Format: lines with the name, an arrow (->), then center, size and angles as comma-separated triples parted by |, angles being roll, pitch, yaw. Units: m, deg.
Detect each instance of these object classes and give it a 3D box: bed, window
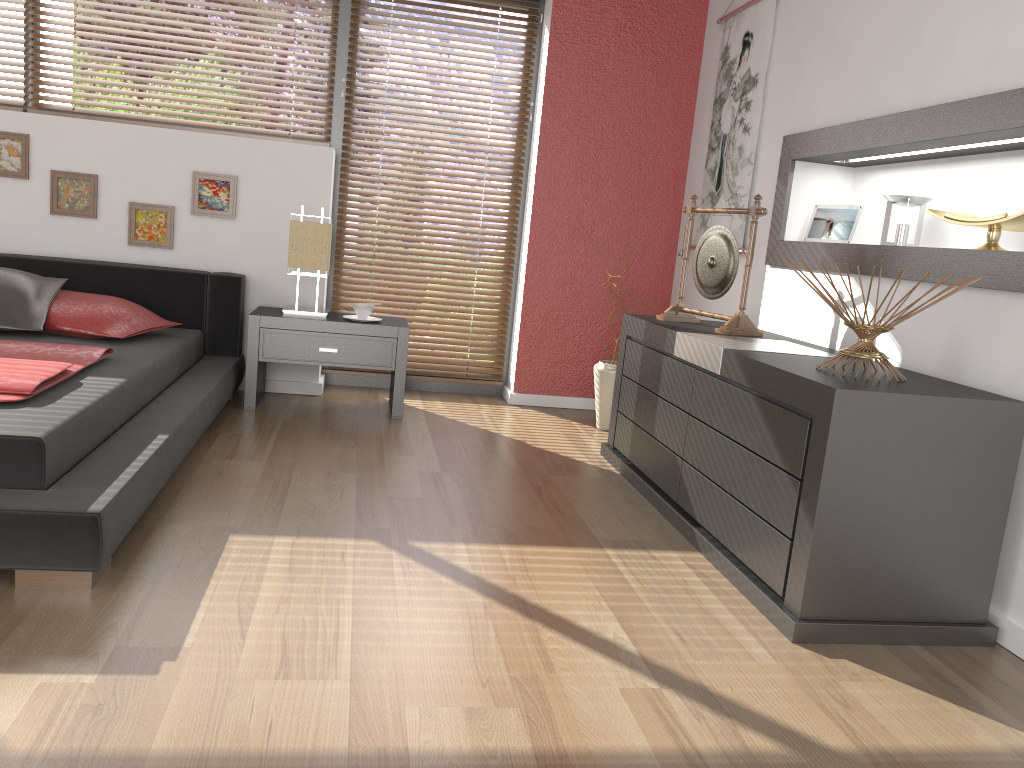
bed -> -2.287, -0.115, 2.871 | 2.469, 0.577, 2.413 | 4, 10, -10
window -> -2.280, -1.725, 4.224 | 2.817, 0.786, 0.020 | 4, 10, -10
window -> -0.420, -1.056, 4.658 | 0.889, 1.893, 0.020 | 4, 10, -10

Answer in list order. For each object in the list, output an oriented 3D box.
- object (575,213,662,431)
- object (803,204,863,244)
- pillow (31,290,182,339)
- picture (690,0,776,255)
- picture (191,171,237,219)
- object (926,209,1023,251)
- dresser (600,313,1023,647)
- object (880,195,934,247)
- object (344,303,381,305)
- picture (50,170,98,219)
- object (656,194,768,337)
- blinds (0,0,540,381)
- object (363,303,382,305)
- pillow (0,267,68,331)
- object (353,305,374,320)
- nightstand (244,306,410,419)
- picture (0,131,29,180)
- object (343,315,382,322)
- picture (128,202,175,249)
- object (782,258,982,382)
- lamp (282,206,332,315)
object -> 0.457, -0.294, 4.203 | 0.422, 1.035, 0.364 | -1, 11, -35
object -> 1.214, -0.606, 3.360 | 0.041, 0.146, 0.226 | 0, 11, -30
pillow -> -1.811, -0.289, 3.659 | 0.745, 0.172, 0.418 | 7, 10, 9
picture -> 1.012, -1.235, 4.015 | 0.028, 1.270, 0.701 | 4, 10, -10
picture -> -1.397, -0.886, 4.161 | 0.200, 0.200, 0.010 | 4, 10, -10
object -> 1.370, -0.429, 2.519 | 0.181, 0.116, 0.350 | 2, 10, -20
dresser -> 0.811, 0.173, 2.923 | 0.540, 0.608, 1.740 | 4, 10, -10
object -> 1.313, -0.539, 2.972 | 0.159, 0.171, 0.159 | 13, 12, 38
object -> -0.682, -0.365, 4.050 | 0.192, 0.007, 0.007 | -2, 12, -40
picture -> -2.006, -0.868, 4.062 | 0.200, 0.200, 0.010 | 4, 10, -10
object -> 0.761, -0.457, 3.313 | 0.173, 0.498, 0.490 | 1, 10, -25
blinds -> -2.329, -1.145, 4.252 | 4.840, 1.952, 0.032 | 4, 10, -10
object -> -0.677, -0.369, 4.072 | 0.192, 0.007, 0.007 | -4, 13, -45
pillow -> -2.176, -0.343, 3.444 | 0.744, 0.241, 0.386 | 3, 10, -15
object -> -0.685, -0.331, 4.072 | 0.099, 0.069, 0.099 | 8, 10, 14
nightstand -> -0.855, -0.105, 4.142 | 0.700, 0.423, 0.413 | 4, 10, -10
picture -> -2.280, -1.032, 3.987 | 0.200, 0.200, 0.010 | 4, 10, -10
object -> -0.688, -0.298, 4.078 | 0.179, 0.012, 0.179 | 8, 10, 14
picture -> -1.685, -0.739, 4.140 | 0.200, 0.200, 0.010 | 4, 10, -10
object -> 0.933, -0.165, 2.316 | 0.481, 0.282, 0.481 | -3, 13, -43
lamp -> -0.933, -0.573, 4.085 | 0.200, 0.480, 0.200 | 4, 10, -10
